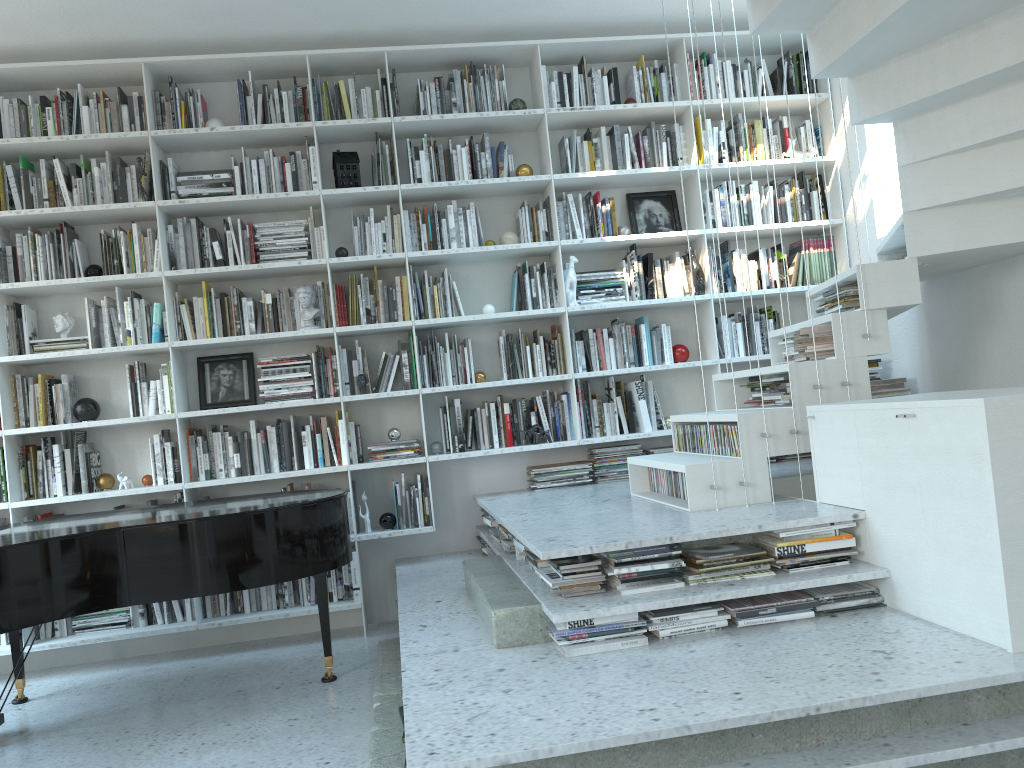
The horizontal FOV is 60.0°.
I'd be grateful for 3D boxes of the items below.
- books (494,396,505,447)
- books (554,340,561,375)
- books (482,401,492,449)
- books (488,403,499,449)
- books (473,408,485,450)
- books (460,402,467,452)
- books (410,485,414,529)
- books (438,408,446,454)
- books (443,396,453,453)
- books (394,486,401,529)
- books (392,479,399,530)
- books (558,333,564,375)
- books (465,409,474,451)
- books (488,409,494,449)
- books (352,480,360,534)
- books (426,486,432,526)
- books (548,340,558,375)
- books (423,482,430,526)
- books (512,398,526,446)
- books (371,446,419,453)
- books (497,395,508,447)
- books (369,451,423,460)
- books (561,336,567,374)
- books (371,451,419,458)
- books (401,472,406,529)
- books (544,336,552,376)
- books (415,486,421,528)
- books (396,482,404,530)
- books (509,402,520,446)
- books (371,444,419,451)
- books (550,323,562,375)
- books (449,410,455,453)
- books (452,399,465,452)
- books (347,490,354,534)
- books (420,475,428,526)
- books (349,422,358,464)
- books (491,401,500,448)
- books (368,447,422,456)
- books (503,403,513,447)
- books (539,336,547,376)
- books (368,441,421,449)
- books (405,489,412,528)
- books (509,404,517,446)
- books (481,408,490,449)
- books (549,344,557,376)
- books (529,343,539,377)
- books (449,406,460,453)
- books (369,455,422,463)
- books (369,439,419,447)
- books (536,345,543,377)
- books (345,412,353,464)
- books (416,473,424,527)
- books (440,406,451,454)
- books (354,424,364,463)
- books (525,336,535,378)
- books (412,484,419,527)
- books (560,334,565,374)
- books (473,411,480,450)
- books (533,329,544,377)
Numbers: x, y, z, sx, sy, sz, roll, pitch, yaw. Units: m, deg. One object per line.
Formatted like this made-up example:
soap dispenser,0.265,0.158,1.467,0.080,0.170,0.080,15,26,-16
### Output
books,-0.070,0.215,5.016,0.012,0.285,0.159,-6,-1,-8
books,0.246,-0.145,5.059,0.013,0.204,0.158,-6,-1,-8
books,-0.142,0.231,4.998,0.014,0.268,0.171,-6,-1,-8
books,-0.108,0.235,4.992,0.025,0.252,0.181,-6,-1,-8
books,-0.186,0.252,4.998,0.029,0.234,0.142,-6,-1,-8
books,-0.280,0.239,4.968,0.010,0.277,0.174,-6,-1,-8
books,-0.543,0.664,4.818,0.026,0.224,0.175,-6,-1,-8
books,-0.391,0.262,4.962,0.012,0.254,0.161,-6,-1,-8
books,-0.357,0.227,4.949,0.010,0.316,0.187,-6,-1,-8
books,-0.624,0.671,4.832,0.012,0.229,0.129,-6,-1,-8
books,-0.634,0.654,4.822,0.005,0.264,0.162,-6,-1,-8
books,0.264,-0.164,5.082,0.019,0.241,0.134,-6,-1,-8
books,-0.242,0.259,4.979,0.065,0.231,0.162,-6,-1,-8
books,-0.127,0.253,5.005,0.012,0.221,0.153,-6,-1,-8
books,-0.849,0.666,4.835,0.012,0.285,0.159,-6,-1,-8
books,-0.456,0.665,4.857,0.012,0.206,0.160,-6,-1,-8
books,0.230,-0.143,5.067,0.016,0.205,0.141,-6,-1,-8
books,-0.468,0.653,4.843,0.013,0.233,0.149,-6,-1,-8
books,0.039,0.215,5.017,0.026,0.262,0.173,-6,-1,-8
books,-0.640,0.359,4.871,0.254,0.012,0.161,-6,-2,-3
books,-0.055,0.209,4.997,0.012,0.293,0.175,-6,-1,-8
books,-0.636,0.395,4.871,0.285,0.012,0.159,-6,-2,-3
books,0.286,-0.158,5.080,0.009,0.223,0.146,-6,-1,-8
books,-0.637,0.383,4.869,0.254,0.012,0.161,-6,-2,-2
books,-0.592,0.632,4.839,0.032,0.300,0.149,-6,-1,-8
books,0.195,-0.153,5.060,0.021,0.231,0.155,-6,-1,-8
books,-0.513,0.667,4.822,0.011,0.212,0.178,-6,-1,-8
books,-0.610,0.660,4.816,0.014,0.246,0.176,-6,-1,-8
books,0.015,0.228,5.030,0.021,0.242,0.131,-6,-1,-8
books,-0.641,0.346,4.861,0.254,0.012,0.161,-6,-2,-8
books,0.252,-0.192,5.054,0.007,0.295,0.162,-6,-1,-8
books,-0.345,0.265,4.975,0.015,0.240,0.152,-6,-1,-8
books,-0.300,0.232,4.956,0.030,0.294,0.188,-6,-1,-8
books,-0.874,0.697,4.838,0.025,0.228,0.133,-6,-1,-8
books,-0.486,0.636,4.856,0.015,0.270,0.157,-6,-1,-8
books,-0.874,0.324,4.900,0.027,0.229,0.141,-6,-1,-8
books,-0.093,0.230,5.026,0.016,0.261,0.098,-6,-1,-8
books,-0.639,0.371,4.867,0.285,0.012,0.159,-6,-2,-5
books,-0.032,0.231,5.002,0.031,0.244,0.184,-6,-1,-8
books,0.162,-0.149,5.043,0.018,0.229,0.182,-6,-1,-8
books,-0.642,0.334,4.870,0.285,0.012,0.159,-6,-2,-4
books,-0.565,0.678,4.840,0.013,0.202,0.139,-6,-1,-8
books,-0.007,0.232,5.020,0.025,0.237,0.156,-6,-1,-8
books,-0.159,0.252,4.998,0.024,0.228,0.159,-6,-1,-8
books,0.220,-0.131,5.036,0.016,0.180,0.189,-6,-1,-8
books,0.124,-0.128,5.038,0.015,0.195,0.175,-6,-1,-8
books,-0.324,0.254,4.953,0.023,0.256,0.178,-6,-1,-8
books,-0.635,0.407,4.866,0.285,0.012,0.159,-6,-2,-5
books,-0.643,0.322,4.863,0.254,0.012,0.161,-6,-2,1
books,0.141,-0.124,5.036,0.019,0.183,0.190,-6,-1,-8
books,-0.896,0.298,4.898,0.012,0.285,0.159,-6,-1,-8
books,-0.501,0.630,4.832,0.021,0.285,0.172,-6,-1,-8
books,-0.371,0.256,4.945,0.023,0.262,0.186,-6,-1,-8
books,-0.845,0.330,4.907,0.030,0.210,0.136,-6,-1,-8
books,0.096,-0.149,5.055,0.030,0.244,0.135,-6,-1,-8
books,-0.527,0.662,4.837,0.012,0.225,0.149,-6,-1,-8
books,0.276,-0.163,5.088,0.007,0.235,0.131,-6,-1,-8
books,-0.203,0.262,4.985,0.011,0.217,0.175,-6,-1,-8
books,0.148,-0.170,5.042,0.006,0.274,0.173,-6,-1,-8
